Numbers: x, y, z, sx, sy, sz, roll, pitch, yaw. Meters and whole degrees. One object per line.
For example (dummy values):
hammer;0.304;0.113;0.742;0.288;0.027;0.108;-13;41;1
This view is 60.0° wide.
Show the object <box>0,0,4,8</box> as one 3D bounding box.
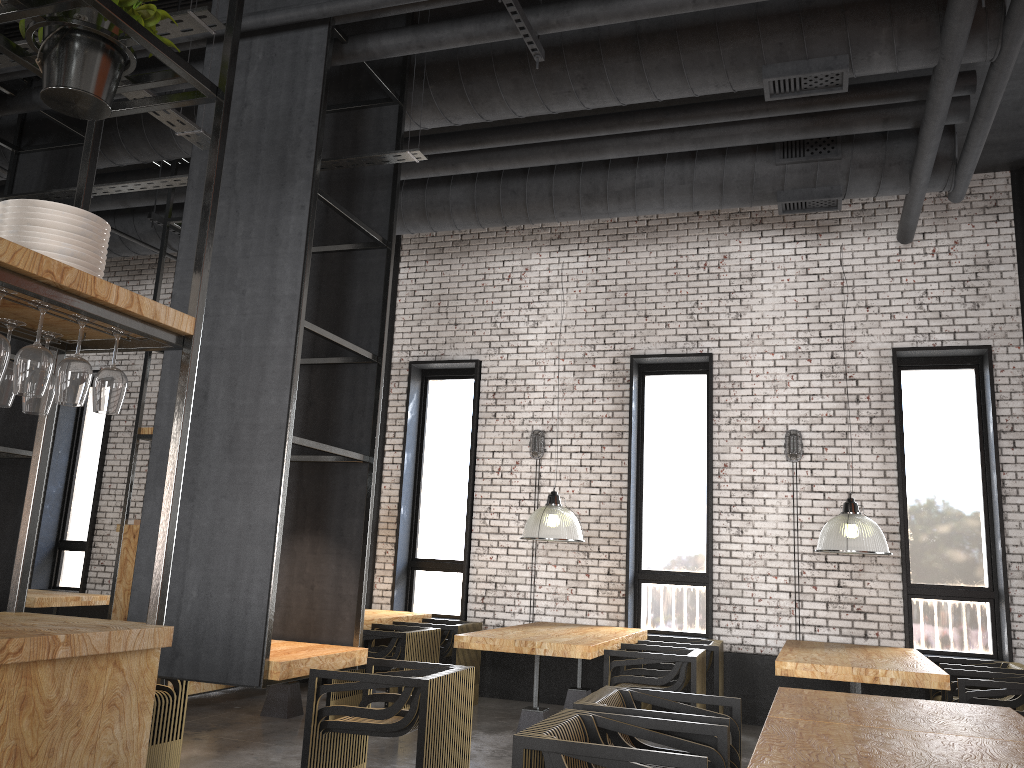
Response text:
object;-1.604;-1.279;2.564;0.416;0.561;0.465;-3;-13;27

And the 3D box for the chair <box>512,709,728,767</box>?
chair;0.393;1.590;3.079;0.638;0.733;0.654;-1;-13;19

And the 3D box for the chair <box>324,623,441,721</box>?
chair;-1.010;2.310;7.025;0.638;0.733;0.654;-1;-13;19

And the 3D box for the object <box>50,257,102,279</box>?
object;-1.470;-0.341;2.788;0.334;0.037;0.333;6;-12;-14

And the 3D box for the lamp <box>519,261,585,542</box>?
lamp;0.389;0.101;7.504;0.535;2.416;0.535;11;-15;-34

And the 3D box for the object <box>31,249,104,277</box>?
object;-1.469;-0.360;2.792;0.334;0.040;0.333;6;-12;-16

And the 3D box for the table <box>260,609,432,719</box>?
table;-1.615;2.408;7.751;1.000;0.766;2.108;-1;-12;19

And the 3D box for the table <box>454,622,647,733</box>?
table;0.383;2.372;7.066;1.000;0.766;2.108;-1;-12;19

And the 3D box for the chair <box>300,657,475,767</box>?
chair;-0.619;1.826;4.513;0.638;0.733;0.654;-1;-13;18

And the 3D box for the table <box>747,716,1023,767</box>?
table;1.273;1.540;2.697;1.000;0.766;0.992;-1;-12;19

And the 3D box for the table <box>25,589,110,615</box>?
table;-6.129;2.444;9.071;4.135;0.766;0.996;-1;-12;19

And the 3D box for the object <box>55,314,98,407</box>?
object;-1.313;-0.070;2.672;0.101;0.268;0.100;7;-13;-17

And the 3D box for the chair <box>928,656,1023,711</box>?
chair;3.483;2.442;6.546;0.638;0.733;0.654;-1;-13;18

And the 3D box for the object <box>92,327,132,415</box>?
object;-1.265;-0.040;2.808;0.101;0.268;0.100;7;-13;-17

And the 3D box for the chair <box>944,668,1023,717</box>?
chair;3.139;2.233;5.590;0.638;0.733;0.654;-1;-13;19

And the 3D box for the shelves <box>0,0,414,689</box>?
shelves;-3.783;-0.520;6.168;6.146;4.385;0.999;-1;-13;19

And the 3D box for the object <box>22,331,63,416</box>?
object;-1.536;-0.035;2.901;0.101;0.268;0.100;7;-13;-17

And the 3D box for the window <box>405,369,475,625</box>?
window;-0.730;1.140;9.377;0.748;2.710;0.363;-1;-13;19

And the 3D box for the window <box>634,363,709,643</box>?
window;1.559;1.099;8.592;0.748;2.710;0.363;-1;-13;19

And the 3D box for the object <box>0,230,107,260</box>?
object;-1.467;-0.414;2.804;0.334;0.039;0.333;-3;-13;27

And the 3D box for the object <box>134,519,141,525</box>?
object;-2.787;1.154;7.268;0.411;0.050;0.410;-1;-12;18

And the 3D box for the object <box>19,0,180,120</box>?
object;-1.409;-1.188;2.966;0.416;0.561;0.465;0;-12;13

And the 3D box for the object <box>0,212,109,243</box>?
object;-1.465;-0.471;2.817;0.334;0.044;0.333;5;-12;-10

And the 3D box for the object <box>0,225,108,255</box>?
object;-1.465;-0.433;2.807;0.335;0.043;0.333;2;-11;3

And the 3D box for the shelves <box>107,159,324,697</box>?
shelves;-2.428;0.290;8.277;0.690;5.040;2.323;-1;-13;19

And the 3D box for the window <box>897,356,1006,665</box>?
window;3.829;1.058;7.812;0.748;2.710;0.363;-1;-13;19

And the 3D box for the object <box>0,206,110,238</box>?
object;-1.463;-0.490;2.820;0.334;0.039;0.333;4;-11;-5

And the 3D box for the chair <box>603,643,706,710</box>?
chair;1.025;2.271;6.316;0.638;0.733;0.654;-1;-13;18

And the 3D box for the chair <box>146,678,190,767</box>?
chair;-2.339;1.851;5.072;0.638;0.733;0.654;-2;-13;21

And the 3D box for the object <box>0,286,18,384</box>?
object;-1.407;-0.129;2.400;0.101;0.268;0.100;7;-13;-17

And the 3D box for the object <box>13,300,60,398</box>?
object;-1.360;-0.099;2.536;0.101;0.268;0.100;7;-13;-17

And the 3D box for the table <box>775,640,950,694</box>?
table;2.463;2.334;6.351;1.000;0.766;2.108;-1;-12;19

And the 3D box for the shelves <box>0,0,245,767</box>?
shelves;-1.874;-1.039;1.517;0.690;5.040;3.644;-1;-13;19

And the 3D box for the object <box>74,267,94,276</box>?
object;-1.472;-0.322;2.784;0.334;0.046;0.333;3;-11;0

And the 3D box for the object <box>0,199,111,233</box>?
object;-1.462;-0.509;2.825;0.334;0.039;0.333;4;-11;-7

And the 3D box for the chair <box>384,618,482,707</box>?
chair;-0.694;2.520;7.990;0.638;0.733;0.654;-1;-13;17

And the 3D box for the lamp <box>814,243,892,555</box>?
lamp;2.556;0.061;6.760;0.535;2.416;0.535;11;-15;-34

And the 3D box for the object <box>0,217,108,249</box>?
object;-1.465;-0.452;2.812;0.334;0.041;0.333;5;-12;-11

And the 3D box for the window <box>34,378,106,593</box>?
window;-5.250;1.222;10.929;0.748;2.710;0.363;-1;-13;19

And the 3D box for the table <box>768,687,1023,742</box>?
table;1.596;1.742;3.621;1.000;0.766;0.992;-1;-12;19

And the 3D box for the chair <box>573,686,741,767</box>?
chair;0.642;1.754;3.834;0.638;0.733;0.654;-1;-13;18

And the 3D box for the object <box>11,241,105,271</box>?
object;-1.469;-0.379;2.796;0.334;0.039;0.333;6;-12;-14

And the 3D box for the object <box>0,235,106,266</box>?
object;-1.467;-0.398;2.800;0.334;0.041;0.334;-7;-15;40

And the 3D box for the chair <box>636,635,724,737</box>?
chair;1.388;2.480;7.265;0.638;0.733;0.654;-1;-12;16

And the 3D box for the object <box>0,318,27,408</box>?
object;-1.583;-0.065;2.765;0.101;0.268;0.100;7;-13;-17
